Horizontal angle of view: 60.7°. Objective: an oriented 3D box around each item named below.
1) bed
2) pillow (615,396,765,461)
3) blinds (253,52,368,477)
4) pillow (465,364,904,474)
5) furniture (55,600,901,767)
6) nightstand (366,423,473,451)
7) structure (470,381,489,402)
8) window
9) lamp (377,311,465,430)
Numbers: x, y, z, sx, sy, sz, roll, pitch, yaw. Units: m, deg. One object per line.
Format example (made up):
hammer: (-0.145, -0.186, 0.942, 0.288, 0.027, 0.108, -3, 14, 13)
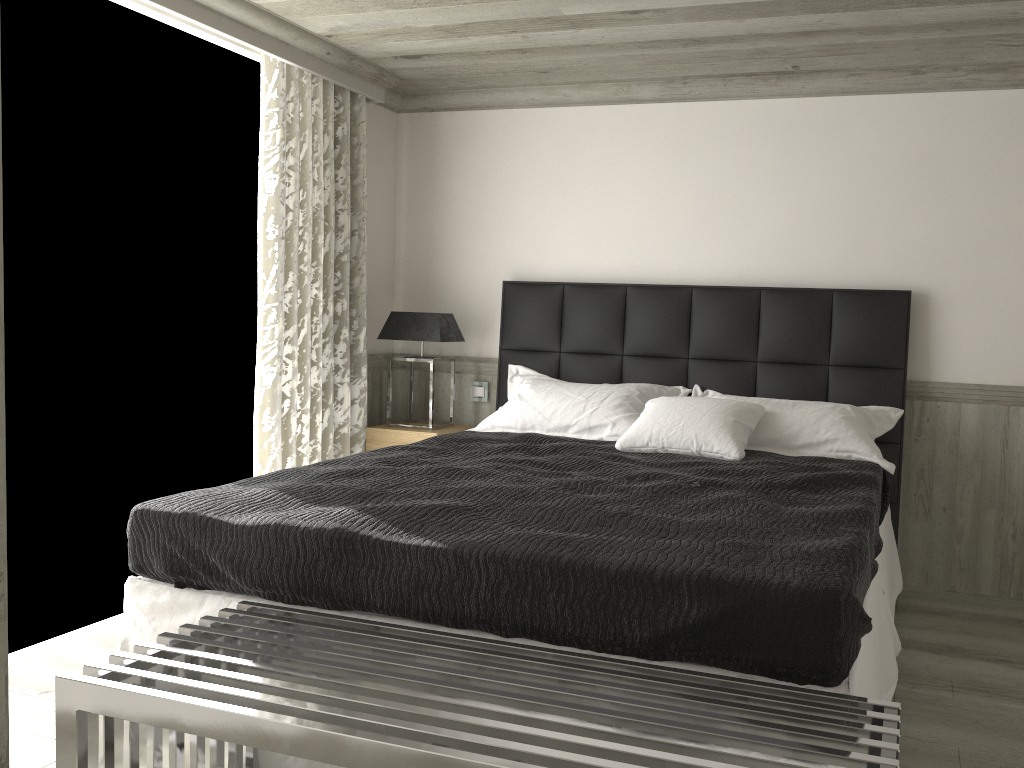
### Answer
bed: (0.392, 0.323, 3.692, 2.370, 1.622, 3.191, 4, 5, 22)
pillow: (0.887, 0.205, 4.305, 0.611, 0.273, 0.494, 4, 5, 24)
blinds: (-1.080, -0.435, 4.856, 0.140, 2.802, 0.885, 3, 4, 26)
pillow: (0.898, 0.151, 4.723, 2.222, 0.381, 0.669, 4, 5, 19)
furniture: (-0.079, 0.975, 2.009, 1.759, 0.559, 0.614, 4, 4, 18)
nightstand: (-0.564, 0.618, 5.341, 0.452, 0.721, 0.453, 3, 4, 21)
structure: (-0.209, 0.049, 5.541, 0.118, 0.128, 0.018, 3, 4, 18)
window: (-1.821, -0.384, 3.678, 0.001, 2.882, 3.565, 3, 4, 24)
lamp: (-0.552, -0.088, 5.307, 0.412, 0.691, 0.311, 3, 4, 20)
